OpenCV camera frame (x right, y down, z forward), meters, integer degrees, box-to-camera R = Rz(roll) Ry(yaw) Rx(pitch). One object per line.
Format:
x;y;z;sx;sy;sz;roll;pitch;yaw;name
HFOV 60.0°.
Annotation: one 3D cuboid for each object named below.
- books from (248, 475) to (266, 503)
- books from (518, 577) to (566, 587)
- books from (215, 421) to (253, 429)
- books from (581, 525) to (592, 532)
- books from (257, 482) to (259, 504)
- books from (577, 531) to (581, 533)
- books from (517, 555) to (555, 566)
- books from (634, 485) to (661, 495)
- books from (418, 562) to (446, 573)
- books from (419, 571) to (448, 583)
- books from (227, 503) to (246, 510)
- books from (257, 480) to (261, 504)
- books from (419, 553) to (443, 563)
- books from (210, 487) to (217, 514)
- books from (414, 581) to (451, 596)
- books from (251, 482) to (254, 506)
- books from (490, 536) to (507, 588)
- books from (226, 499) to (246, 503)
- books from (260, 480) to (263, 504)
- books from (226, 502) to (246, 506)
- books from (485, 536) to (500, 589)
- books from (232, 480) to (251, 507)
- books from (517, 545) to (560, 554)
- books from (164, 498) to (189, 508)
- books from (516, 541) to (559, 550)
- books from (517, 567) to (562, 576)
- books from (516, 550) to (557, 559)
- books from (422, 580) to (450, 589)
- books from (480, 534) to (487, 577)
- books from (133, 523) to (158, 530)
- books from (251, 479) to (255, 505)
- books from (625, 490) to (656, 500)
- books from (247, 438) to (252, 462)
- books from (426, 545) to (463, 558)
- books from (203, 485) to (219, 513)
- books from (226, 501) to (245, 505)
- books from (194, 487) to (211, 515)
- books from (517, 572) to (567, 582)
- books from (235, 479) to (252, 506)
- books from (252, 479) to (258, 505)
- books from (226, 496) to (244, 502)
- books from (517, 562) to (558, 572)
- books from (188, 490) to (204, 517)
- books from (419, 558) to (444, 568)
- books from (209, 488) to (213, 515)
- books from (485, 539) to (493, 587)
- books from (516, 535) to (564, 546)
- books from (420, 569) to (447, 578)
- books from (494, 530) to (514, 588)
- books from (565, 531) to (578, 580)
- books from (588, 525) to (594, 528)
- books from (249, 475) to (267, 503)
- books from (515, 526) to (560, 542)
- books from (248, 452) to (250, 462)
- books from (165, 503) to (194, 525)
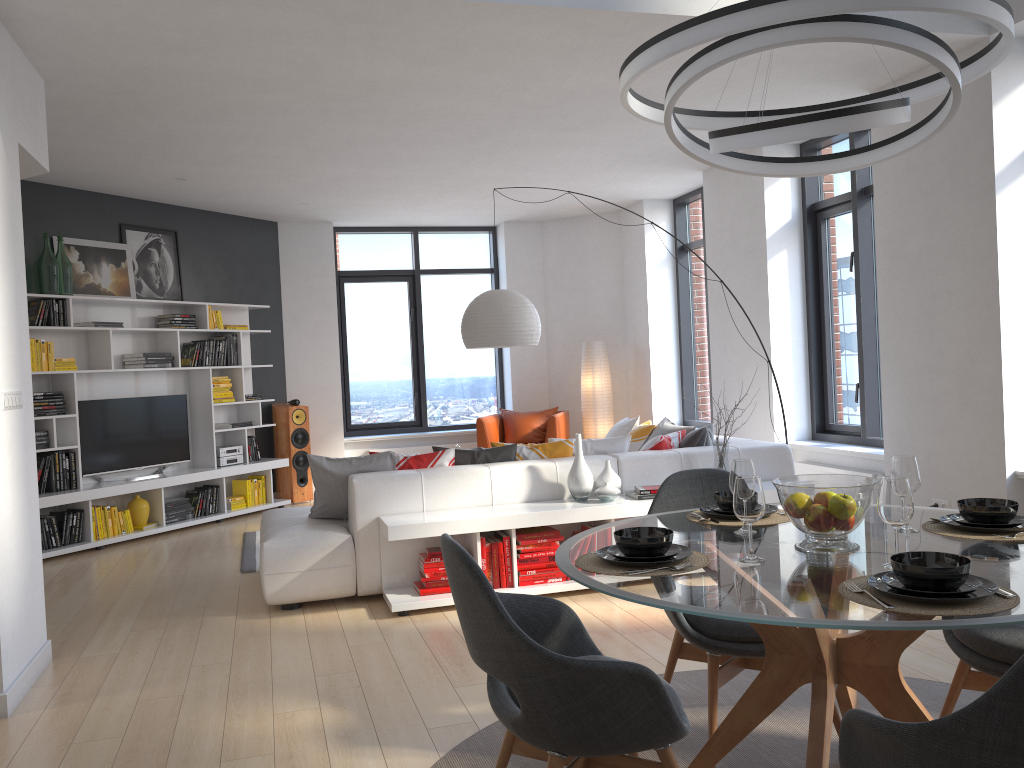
-2.549;1.051;8.855;0.204;0.270;0.029;-2;1;29;books
0.146;1.115;5.104;0.274;0.029;0.200;-3;1;-16;books
-2.751;0.402;8.729;0.250;0.047;0.310;-2;1;25;books
0.447;0.974;5.173;0.046;0.282;0.199;-3;1;-16;books
-2.581;1.069;8.783;0.169;0.239;0.023;-2;1;29;books
0.388;0.992;5.157;0.115;0.245;0.192;-3;1;-16;books
0.133;0.996;5.124;0.279;0.039;0.206;-3;1;-15;books
0.863;0.630;5.292;0.238;0.027;0.188;-3;1;-2;books
-0.388;1.026;5.027;0.261;0.028;0.191;-3;1;-16;books
-0.385;1.077;5.004;0.266;0.026;0.187;-3;1;-10;books
-2.690;1.182;8.566;0.147;0.033;0.190;-2;1;29;books
-2.566;1.071;8.802;0.172;0.234;0.024;-2;1;29;books
-0.385;0.973;5.014;0.254;0.025;0.178;-3;1;-16;books
-2.853;1.087;8.302;0.191;0.249;0.084;-2;1;29;books
-0.388;1.140;5.004;0.301;0.032;0.227;-3;1;-16;books
-2.603;1.079;8.707;0.156;0.229;0.024;-2;1;29;books
-0.079;1.011;5.042;0.042;0.259;0.195;-3;1;-16;books
-2.691;1.130;8.566;0.134;0.014;0.187;-2;1;29;books
-2.557;1.070;8.827;0.172;0.234;0.024;-2;1;29;books
-2.694;1.160;8.568;0.148;0.011;0.196;-2;1;29;books
-0.119;1.013;5.042;0.034;0.259;0.207;-3;1;-16;books
-2.644;1.066;8.673;0.198;0.255;0.044;-2;1;29;books
0.142;0.937;5.105;0.236;0.023;0.178;-3;1;-16;books
-3.102;1.069;7.958;0.250;0.047;0.310;-2;1;25;books
0.121;0.915;5.107;0.257;0.025;0.182;-3;1;-16;books
0.148;1.059;5.090;0.266;0.026;0.187;-3;1;-16;books
0.133;0.963;5.107;0.261;0.027;0.191;-3;1;-20;books
-0.376;1.106;5.015;0.259;0.034;0.206;-3;1;-13;books
-0.184;1.001;5.019;0.036;0.294;0.208;-3;1;-16;books
-3.229;1.227;7.645;0.270;0.029;0.204;-2;1;14;books
-2.609;1.065;8.734;0.180;0.251;0.019;-2;1;29;books
0.858;0.657;5.316;0.300;0.026;0.245;-3;1;-11;books
-2.672;0.655;8.804;0.189;0.240;0.053;-2;1;30;books
-0.377;0.946;5.006;0.206;0.029;0.152;-3;1;-10;books
-2.837;1.081;8.332;0.197;0.260;0.066;-2;1;29;books
-2.680;1.146;8.554;0.113;0.018;0.169;-2;1;31;books
-2.885;1.088;8.247;0.192;0.254;0.075;-2;1;28;books
0.152;1.086;5.088;0.282;0.030;0.188;-3;1;-14;books
-2.631;1.063;8.701;0.199;0.263;0.015;-2;1;29;books
-2.594;1.065;8.756;0.185;0.250;0.035;-2;1;29;books
-2.705;1.111;8.569;0.138;0.026;0.186;-2;1;29;books
0.141;1.031;5.126;0.301;0.032;0.227;-3;1;-16;books
-2.928;1.102;8.169;0.187;0.234;0.096;-2;1;30;books
-0.382;0.998;5.011;0.269;0.028;0.179;-3;1;-14;books
-2.867;1.094;8.267;0.179;0.243;0.068;-2;1;28;books
-0.151;1.016;5.032;0.031;0.255;0.181;-3;1;-16;books
0.140;0.889;5.105;0.266;0.026;0.187;-3;1;-21;books
-0.378;1.051;5.013;0.257;0.025;0.182;-3;1;-16;books
-0.048;0.993;5.056;0.049;0.291;0.214;-3;1;-16;books
0.346;0.994;5.152;0.144;0.247;0.188;-3;1;-15;books
0.480;0.976;5.200;0.038;0.270;0.215;-3;1;-16;books
-2.543;1.050;8.882;0.213;0.270;0.025;-2;1;29;books
0.119;0.860;5.108;0.259;0.034;0.206;-3;1;-19;books
-2.692;0.641;8.777;0.202;0.268;0.053;-2;1;29;books
-3.075;1.160;7.955;0.277;0.137;0.343;-2;1;24;books
